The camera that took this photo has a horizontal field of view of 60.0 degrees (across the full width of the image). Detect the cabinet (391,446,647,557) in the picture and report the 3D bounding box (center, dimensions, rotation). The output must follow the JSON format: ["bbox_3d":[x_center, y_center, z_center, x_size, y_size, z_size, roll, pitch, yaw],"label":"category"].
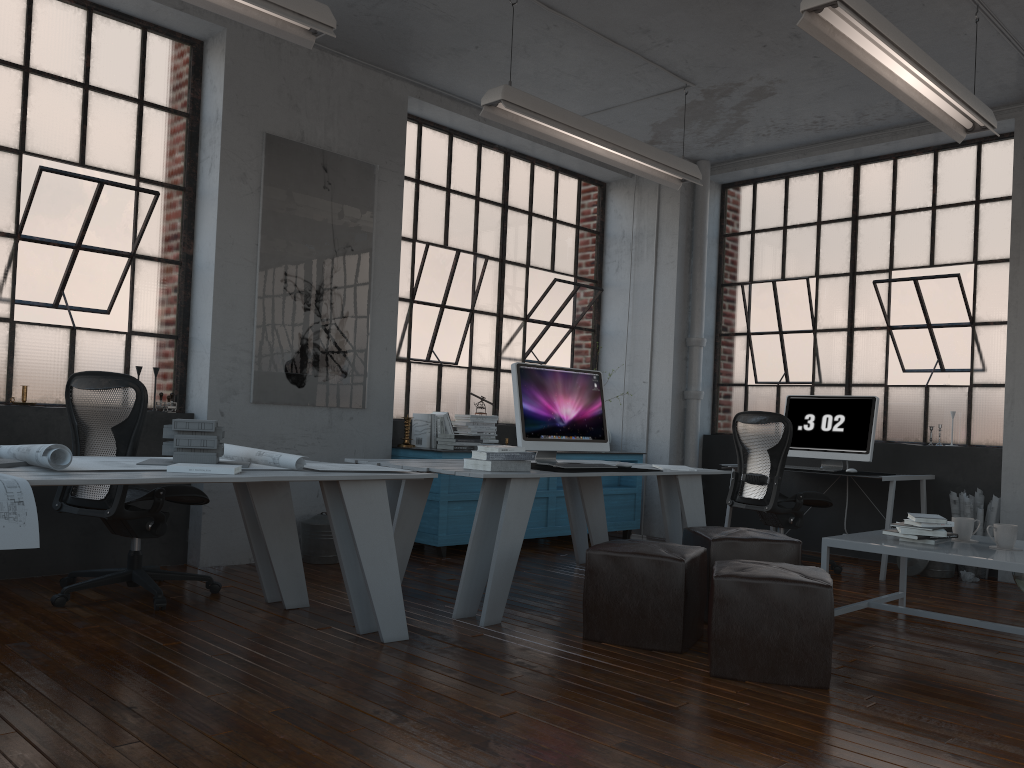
[{"bbox_3d":[0.097,0.877,6.880,0.626,0.732,2.265,1,-3,45],"label":"cabinet"}]

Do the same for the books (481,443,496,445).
[{"bbox_3d":[-0.276,0.445,6.665,0.159,0.012,0.285,0,-3,45],"label":"books"}]

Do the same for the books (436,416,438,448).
[{"bbox_3d":[-0.590,0.345,6.362,0.045,0.239,0.152,3,-2,-45],"label":"books"}]

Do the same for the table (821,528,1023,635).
[{"bbox_3d":[2.166,0.988,4.243,0.972,0.444,0.992,0,-3,45],"label":"table"}]

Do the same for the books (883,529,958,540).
[{"bbox_3d":[1.968,0.724,4.278,0.274,0.025,0.210,4,-3,-25],"label":"books"}]

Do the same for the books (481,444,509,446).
[{"bbox_3d":[-0.183,0.447,6.467,0.251,0.012,0.202,5,-3,-44],"label":"books"}]

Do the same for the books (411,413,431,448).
[{"bbox_3d":[-0.646,0.330,6.317,0.032,0.239,0.172,3,-2,-45],"label":"books"}]

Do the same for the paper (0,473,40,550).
[{"bbox_3d":[-1.629,0.357,2.499,0.434,0.183,0.440,0,-3,44],"label":"paper"}]

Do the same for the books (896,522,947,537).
[{"bbox_3d":[1.971,0.701,4.279,0.200,0.031,0.272,2,-3,20],"label":"books"}]

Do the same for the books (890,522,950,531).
[{"bbox_3d":[1.980,0.684,4.283,0.200,0.014,0.275,0,-3,45],"label":"books"}]

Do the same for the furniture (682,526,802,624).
[{"bbox_3d":[1.154,0.971,4.520,0.503,0.460,0.503,3,-2,-7],"label":"furniture"}]

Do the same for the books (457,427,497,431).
[{"bbox_3d":[-0.267,0.341,6.688,0.167,0.017,0.263,0,-3,45],"label":"books"}]

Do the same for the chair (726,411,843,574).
[{"bbox_3d":[1.852,0.741,6.177,0.793,1.085,0.770,4,-2,-41],"label":"chair"}]

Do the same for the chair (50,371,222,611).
[{"bbox_3d":[-1.871,0.495,4.371,0.770,1.085,0.793,2,-1,14],"label":"chair"}]

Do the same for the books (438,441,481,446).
[{"bbox_3d":[-0.373,0.420,6.262,0.191,0.023,0.242,0,-3,43],"label":"books"}]

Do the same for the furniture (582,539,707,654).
[{"bbox_3d":[0.602,0.932,3.966,0.480,0.439,0.480,2,-2,24],"label":"furniture"}]

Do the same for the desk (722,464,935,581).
[{"bbox_3d":[2.300,0.976,6.549,1.226,0.688,0.934,1,-3,45],"label":"desk"}]

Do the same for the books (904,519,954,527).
[{"bbox_3d":[2.004,0.668,4.263,0.185,0.026,0.125,3,-2,-15],"label":"books"}]

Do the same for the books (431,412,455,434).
[{"bbox_3d":[-0.497,0.346,6.460,0.170,0.284,0.176,4,-2,-45],"label":"books"}]

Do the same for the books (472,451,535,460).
[{"bbox_3d":[-0.045,0.350,4.347,0.257,0.044,0.193,4,-3,-25],"label":"books"}]

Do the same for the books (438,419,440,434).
[{"bbox_3d":[-0.575,0.362,6.384,0.046,0.224,0.160,4,-2,-45],"label":"books"}]

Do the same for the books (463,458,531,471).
[{"bbox_3d":[-0.073,0.396,4.353,0.200,0.050,0.272,0,-3,45],"label":"books"}]

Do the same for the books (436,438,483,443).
[{"bbox_3d":[-0.372,0.398,6.274,0.211,0.023,0.259,0,-3,45],"label":"books"}]

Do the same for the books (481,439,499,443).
[{"bbox_3d":[-0.280,0.426,6.675,0.176,0.025,0.331,0,-3,45],"label":"books"}]

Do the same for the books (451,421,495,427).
[{"bbox_3d":[-0.297,0.300,6.675,0.180,0.028,0.296,0,-3,45],"label":"books"}]

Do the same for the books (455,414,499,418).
[{"bbox_3d":[-0.266,0.243,6.665,0.182,0.016,0.288,0,-3,45],"label":"books"}]

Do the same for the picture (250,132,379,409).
[{"bbox_3d":[-1.244,-0.683,5.679,0.854,1.649,0.025,4,-1,-45],"label":"picture"}]

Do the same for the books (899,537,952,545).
[{"bbox_3d":[1.999,0.749,4.292,0.171,0.028,0.218,0,-3,45],"label":"books"}]

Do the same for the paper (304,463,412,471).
[{"bbox_3d":[-0.715,0.360,3.846,0.429,0.001,0.484,4,-3,-34],"label":"paper"}]

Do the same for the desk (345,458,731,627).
[{"bbox_3d":[0.210,0.811,5.039,2.079,0.704,1.075,5,-3,-45],"label":"desk"}]

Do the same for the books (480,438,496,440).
[{"bbox_3d":[-0.271,0.409,6.684,0.161,0.013,0.254,0,-3,45],"label":"books"}]

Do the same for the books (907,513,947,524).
[{"bbox_3d":[1.988,0.644,4.249,0.141,0.026,0.202,2,-3,15],"label":"books"}]

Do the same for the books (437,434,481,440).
[{"bbox_3d":[-0.375,0.372,6.266,0.240,0.028,0.190,5,-3,-43],"label":"books"}]

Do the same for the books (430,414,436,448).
[{"bbox_3d":[-0.610,0.333,6.339,0.053,0.241,0.172,4,-2,-45],"label":"books"}]

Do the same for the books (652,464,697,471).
[{"bbox_3d":[0.965,0.499,5.282,0.205,0.019,0.243,3,-2,-5],"label":"books"}]

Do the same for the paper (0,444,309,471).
[{"bbox_3d":[-1.468,0.284,3.612,1.076,0.105,0.975,5,-3,-45],"label":"paper"}]

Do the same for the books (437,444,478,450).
[{"bbox_3d":[-0.373,0.448,6.272,0.259,0.032,0.191,5,-3,-43],"label":"books"}]

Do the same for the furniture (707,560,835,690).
[{"bbox_3d":[1.019,0.936,3.516,0.471,0.431,0.471,2,-2,14],"label":"furniture"}]

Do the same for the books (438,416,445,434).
[{"bbox_3d":[-0.545,0.345,6.406,0.065,0.224,0.160,4,-2,-45],"label":"books"}]

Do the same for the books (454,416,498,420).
[{"bbox_3d":[-0.270,0.259,6.677,0.182,0.016,0.288,0,-3,45],"label":"books"}]

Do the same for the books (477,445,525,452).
[{"bbox_3d":[-0.053,0.319,4.360,0.185,0.030,0.153,5,-3,-44],"label":"books"}]

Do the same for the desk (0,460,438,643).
[{"bbox_3d":[-1.429,0.664,3.399,2.058,0.697,1.064,5,-3,-45],"label":"desk"}]
